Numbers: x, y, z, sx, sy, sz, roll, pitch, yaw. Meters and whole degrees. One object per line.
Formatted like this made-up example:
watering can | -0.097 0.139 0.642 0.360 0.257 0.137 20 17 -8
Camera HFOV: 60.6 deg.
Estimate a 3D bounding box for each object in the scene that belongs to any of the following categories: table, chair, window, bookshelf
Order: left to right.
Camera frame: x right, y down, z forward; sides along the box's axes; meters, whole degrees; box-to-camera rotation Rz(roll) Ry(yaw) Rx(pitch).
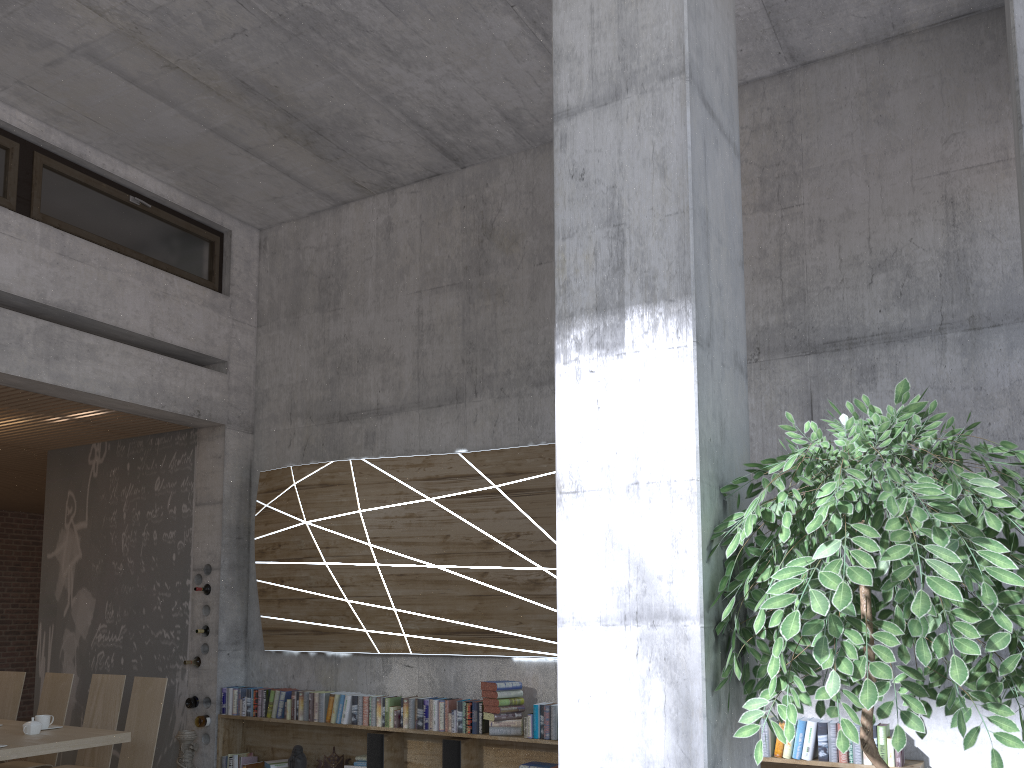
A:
window | -4.662 -1.975 4.127 0.114 0.593 8.603 -4 -15 29
table | -4.953 2.891 6.463 5.223 0.903 1.030 -8 -14 29
chair | -4.115 2.774 6.558 0.350 1.169 0.735 -3 -9 23
chair | -3.646 2.721 6.359 0.351 1.169 0.733 -4 -10 29
chair | -3.166 2.672 6.178 0.350 1.169 0.734 -4 -9 25
chair | -2.752 2.595 5.886 0.351 1.169 0.733 -4 -10 29
bookshelf | -0.064 2.826 6.071 5.358 0.787 0.307 -9 -11 29

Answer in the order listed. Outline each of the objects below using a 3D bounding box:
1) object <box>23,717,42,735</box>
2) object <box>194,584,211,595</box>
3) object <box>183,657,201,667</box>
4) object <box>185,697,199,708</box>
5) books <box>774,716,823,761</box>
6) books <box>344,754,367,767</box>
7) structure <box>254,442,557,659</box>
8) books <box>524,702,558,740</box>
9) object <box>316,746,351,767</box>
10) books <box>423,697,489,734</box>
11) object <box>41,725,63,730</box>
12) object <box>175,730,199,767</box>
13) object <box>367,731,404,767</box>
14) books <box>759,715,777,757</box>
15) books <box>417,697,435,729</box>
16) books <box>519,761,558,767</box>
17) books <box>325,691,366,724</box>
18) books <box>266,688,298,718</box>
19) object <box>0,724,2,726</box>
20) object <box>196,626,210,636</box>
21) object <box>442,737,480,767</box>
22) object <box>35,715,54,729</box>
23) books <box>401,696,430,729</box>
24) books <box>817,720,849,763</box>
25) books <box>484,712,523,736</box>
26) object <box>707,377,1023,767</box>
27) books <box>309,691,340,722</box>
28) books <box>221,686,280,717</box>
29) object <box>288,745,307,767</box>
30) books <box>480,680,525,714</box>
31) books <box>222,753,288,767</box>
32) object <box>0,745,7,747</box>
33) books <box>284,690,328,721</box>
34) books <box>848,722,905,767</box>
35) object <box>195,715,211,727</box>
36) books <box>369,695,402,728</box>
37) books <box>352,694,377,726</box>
object | -3.052 2.178 5.581 0.089 0.109 0.125 -4 -12 21
object | -2.579 1.760 7.513 0.091 0.088 0.342 -6 -15 29
object | -2.658 2.372 7.491 0.096 0.093 0.344 -6 -15 29
object | -2.644 2.729 7.540 0.091 0.088 0.342 -6 -15 29
books | 1.657 2.046 5.075 0.251 0.223 0.193 -6 -12 29
books | -1.132 2.986 6.668 0.253 0.316 0.222 -6 -11 32
structure | -0.672 1.270 6.576 3.435 1.503 0.364 -8 -10 30
books | 0.242 2.261 5.893 0.280 0.216 0.213 -6 -12 28
object | -1.392 3.112 6.838 0.344 0.557 0.200 1 -7 -10
books | -0.384 2.367 6.264 0.493 0.215 0.218 -8 -13 29
object | -3.122 2.291 5.837 0.186 0.013 0.189 -9 -17 32
object | -2.675 3.186 7.177 0.249 0.668 0.276 1 -8 -8
object | -0.953 2.999 6.589 0.153 0.744 0.277 -4 -8 29
books | 1.467 2.075 5.183 0.157 0.216 0.193 -5 -11 29
books | -0.625 2.411 6.423 0.055 0.216 0.193 -4 -11 29
books | 0.197 2.646 5.908 0.240 0.157 0.193 -7 -13 29
books | -1.285 2.493 6.755 0.251 0.223 0.193 -6 -12 29
books | -1.859 2.591 7.122 0.200 0.223 0.193 -6 -11 29
object | -3.592 2.326 5.965 0.187 0.013 0.188 -13 -19 41
object | -2.559 2.113 7.507 0.094 0.091 0.353 -6 -15 29
object | -0.364 2.909 6.252 0.153 0.744 0.277 -4 -8 29
object | -3.126 2.255 5.849 0.093 0.086 0.120 1 -12 -6
books | -0.712 2.427 6.482 0.156 0.216 0.208 -5 -12 29
books | 1.829 2.027 4.974 0.157 0.216 0.157 -5 -11 29
books | -0.051 2.332 6.031 0.285 0.147 0.227 3 -12 -12
object | 0.973 0.928 2.211 1.000 1.825 0.988 0 -8 -4
books | -1.474 2.522 6.863 0.157 0.216 0.193 -5 -11 29
books | -2.174 2.637 7.287 0.493 0.215 0.218 -8 -13 29
object | -1.685 2.952 6.890 0.146 0.224 0.138 -5 -10 27
books | -0.064 2.158 6.050 0.248 0.206 0.192 9 -14 -38
books | -2.051 3.170 7.177 0.722 0.256 0.305 -10 -15 34
object | -3.009 2.069 4.984 0.185 0.013 0.190 -4 -15 16
books | -1.650 2.558 6.992 0.280 0.216 0.213 -6 -12 28
books | 2.018 2.000 4.868 0.278 0.216 0.173 -7 -12 31
object | -2.516 2.833 7.401 0.096 0.093 0.344 -6 -15 29
books | -0.924 2.447 6.549 0.278 0.216 0.173 -7 -12 31
books | -1.113 2.474 6.655 0.157 0.216 0.157 -5 -11 29
